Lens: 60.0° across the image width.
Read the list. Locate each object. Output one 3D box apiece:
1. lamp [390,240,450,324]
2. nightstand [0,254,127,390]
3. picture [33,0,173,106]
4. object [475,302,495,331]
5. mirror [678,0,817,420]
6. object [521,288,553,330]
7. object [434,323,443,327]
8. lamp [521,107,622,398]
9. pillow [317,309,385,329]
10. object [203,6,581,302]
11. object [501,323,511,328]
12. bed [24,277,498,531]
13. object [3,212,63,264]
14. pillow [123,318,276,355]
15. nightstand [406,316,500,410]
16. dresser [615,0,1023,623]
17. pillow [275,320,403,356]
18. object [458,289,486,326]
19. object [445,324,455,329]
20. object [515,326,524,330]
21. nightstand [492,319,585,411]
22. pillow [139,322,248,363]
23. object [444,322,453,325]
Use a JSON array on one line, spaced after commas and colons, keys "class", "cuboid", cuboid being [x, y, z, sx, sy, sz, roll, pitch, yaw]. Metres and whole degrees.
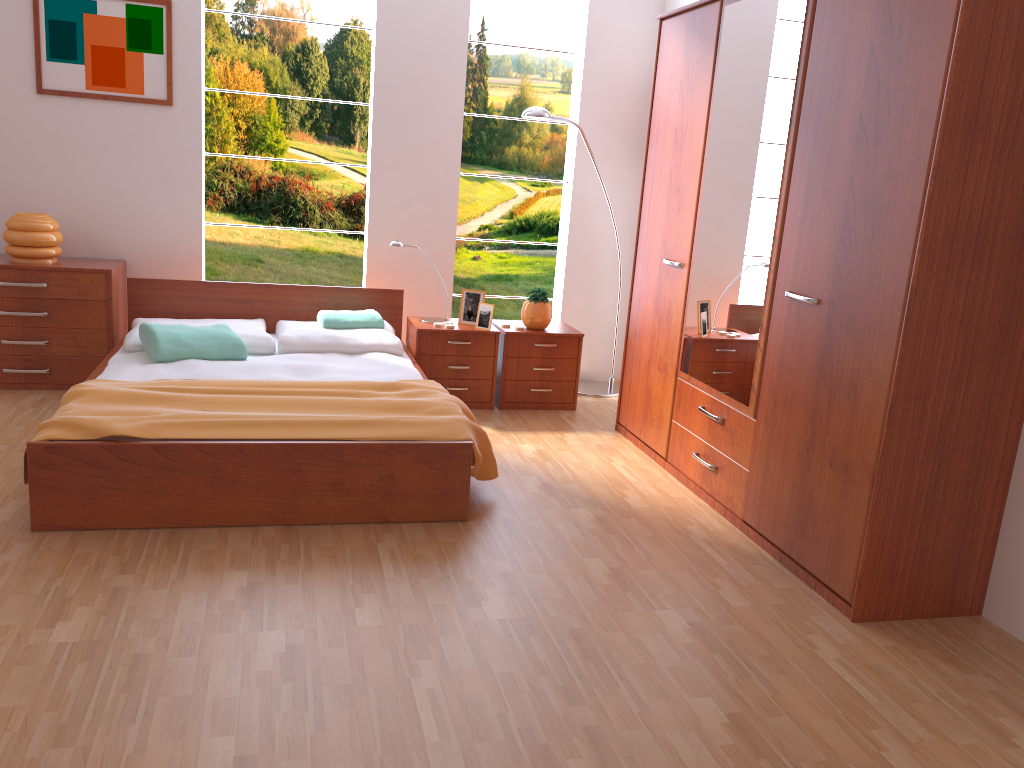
[{"class": "lamp", "cuboid": [-0.478, -0.540, 4.702, 0.337, 0.421, 0.163, -2, 15, -27]}, {"class": "nightstand", "cuboid": [-2.442, -0.316, 4.532, 0.815, 0.626, 0.428, 1, 14, -15]}, {"class": "picture", "cuboid": [-2.068, -1.712, 4.505, 0.645, 0.517, 0.030, 1, 14, -15]}, {"class": "object", "cuboid": [-0.143, -0.354, 4.646, 0.094, 0.137, 0.027, 12, 15, 29]}, {"class": "mirror", "cuboid": [0.872, -0.700, 3.379, 0.037, 1.556, 0.681, 1, 14, -15]}, {"class": "object", "cuboid": [0.137, -0.408, 4.794, 0.169, 0.223, 0.170, -5, 16, -35]}, {"class": "object", "cuboid": [-0.386, -0.308, 4.645, 0.049, 0.018, 0.049, -3, 15, -28]}, {"class": "lamp", "cuboid": [0.386, -0.715, 5.066, 0.799, 1.603, 0.387, -7, 18, -41]}, {"class": "pillow", "cuboid": [-0.851, -0.330, 4.656, 0.322, 0.116, 0.276, 0, 14, -18]}, {"class": "object", "cuboid": [-0.612, -1.407, 5.056, 2.205, 1.815, 0.033, 1, 14, -15]}, {"class": "object", "cuboid": [-0.033, -0.315, 4.792, 0.049, 0.018, 0.049, -3, 15, -28]}, {"class": "bed", "cuboid": [-1.001, -0.027, 3.905, 1.632, 0.560, 1.990, 1, 14, -15]}, {"class": "object", "cuboid": [-2.395, -0.730, 4.435, 0.264, 0.244, 0.264, 5, 13, 1]}, {"class": "pillow", "cuboid": [-1.549, -0.233, 4.399, 0.682, 0.157, 0.574, -1, 14, -21]}, {"class": "nightstand", "cuboid": [-0.335, -0.108, 4.804, 0.439, 0.442, 0.377, 1, 14, -15]}, {"class": "dresser", "cuboid": [1.066, -0.480, 3.437, 0.487, 2.004, 2.017, 1, 14, -15]}, {"class": "pillow", "cuboid": [-0.895, -0.227, 4.593, 0.630, 0.182, 0.574, 1, 14, -17]}, {"class": "object", "cuboid": [-0.214, -0.405, 4.726, 0.131, 0.191, 0.037, 8, 14, 14]}, {"class": "object", "cuboid": [-0.324, -0.298, 4.621, 0.049, 0.018, 0.049, -3, 15, -28]}, {"class": "object", "cuboid": [0.042, -0.298, 4.744, 0.049, 0.018, 0.049, -3, 15, -28]}, {"class": "nightstand", "cuboid": [0.114, -0.101, 4.923, 0.439, 0.442, 0.377, 1, 14, -15]}, {"class": "pillow", "cuboid": [-1.459, -0.190, 4.064, 0.425, 0.164, 0.334, -6, 17, -38]}, {"class": "object", "cuboid": [-0.337, -0.318, 4.701, 0.049, 0.018, 0.049, -3, 15, -28]}]
